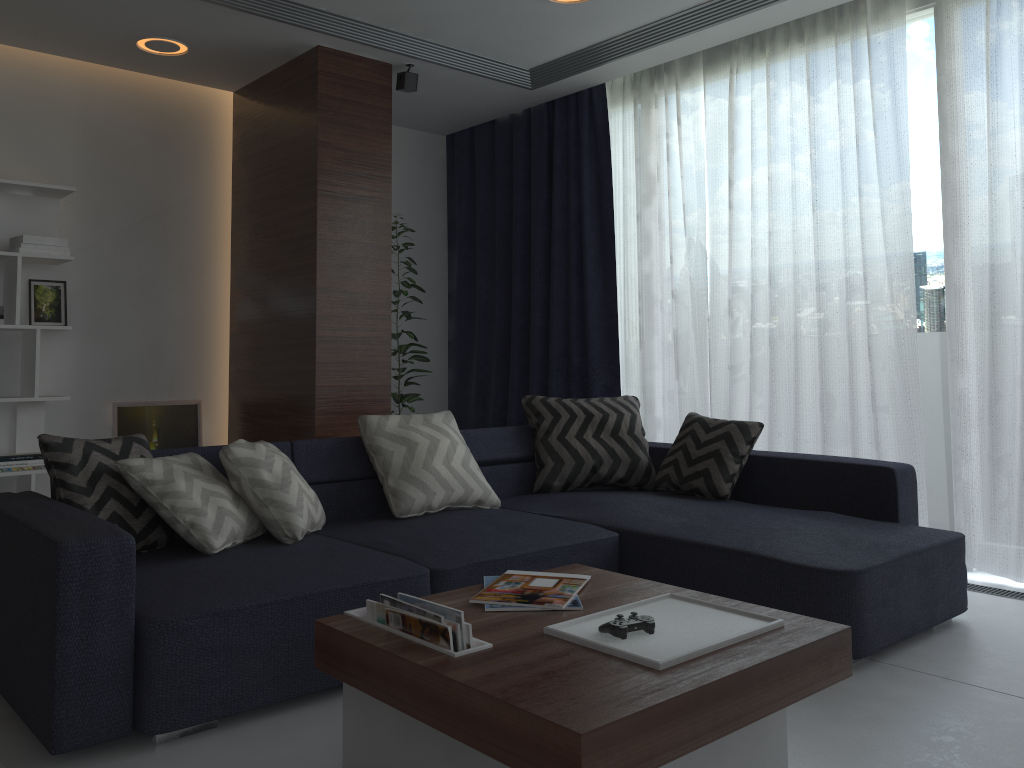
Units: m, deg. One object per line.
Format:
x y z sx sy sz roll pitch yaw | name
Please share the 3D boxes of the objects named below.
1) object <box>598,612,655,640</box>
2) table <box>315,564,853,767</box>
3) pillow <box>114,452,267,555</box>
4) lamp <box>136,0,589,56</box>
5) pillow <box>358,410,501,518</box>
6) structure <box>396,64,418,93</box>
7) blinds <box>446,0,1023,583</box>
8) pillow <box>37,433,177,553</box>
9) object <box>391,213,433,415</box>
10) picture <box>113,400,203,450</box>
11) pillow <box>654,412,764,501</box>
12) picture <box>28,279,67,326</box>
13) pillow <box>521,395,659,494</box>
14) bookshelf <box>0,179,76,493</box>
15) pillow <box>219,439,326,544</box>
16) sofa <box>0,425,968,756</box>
0.236 0.484 1.786 0.112 0.036 0.070 -1 0 -28 | object
0.139 0.670 1.859 0.799 0.354 0.804 -1 0 -41 | table
-1.004 0.370 2.821 0.330 0.296 0.415 -1 -1 11 | pillow
-2.360 -1.619 0.081 5.338 0.085 9.572 0 1 35 | lamp
-0.336 0.313 3.526 0.494 0.390 0.342 0 -2 -41 | pillow
-0.583 -1.695 4.916 0.084 0.143 0.114 2 -3 -36 | structure
-0.197 -0.543 2.093 5.794 2.784 7.122 -1 0 -38 | blinds
-1.238 0.337 2.750 0.221 0.387 0.414 -1 -1 19 | pillow
-0.703 -0.144 5.443 0.503 1.855 0.481 -1 -4 17 | object
-2.005 0.448 5.025 0.499 0.702 0.083 2 -4 -41 | picture
0.843 0.307 3.829 0.286 0.346 0.414 1 -2 -36 | pillow
-2.466 -0.427 4.696 0.181 0.257 0.058 2 -4 -41 | picture
0.363 0.314 4.137 0.598 0.521 0.354 0 -2 -11 | pillow
-2.775 -0.092 4.232 1.148 1.829 0.299 2 -4 -41 | bookshelf
-0.808 0.357 3.028 0.280 0.353 0.417 0 -1 2 | pillow
0.025 0.521 2.953 2.870 0.611 1.895 -1 1 -41 | sofa
